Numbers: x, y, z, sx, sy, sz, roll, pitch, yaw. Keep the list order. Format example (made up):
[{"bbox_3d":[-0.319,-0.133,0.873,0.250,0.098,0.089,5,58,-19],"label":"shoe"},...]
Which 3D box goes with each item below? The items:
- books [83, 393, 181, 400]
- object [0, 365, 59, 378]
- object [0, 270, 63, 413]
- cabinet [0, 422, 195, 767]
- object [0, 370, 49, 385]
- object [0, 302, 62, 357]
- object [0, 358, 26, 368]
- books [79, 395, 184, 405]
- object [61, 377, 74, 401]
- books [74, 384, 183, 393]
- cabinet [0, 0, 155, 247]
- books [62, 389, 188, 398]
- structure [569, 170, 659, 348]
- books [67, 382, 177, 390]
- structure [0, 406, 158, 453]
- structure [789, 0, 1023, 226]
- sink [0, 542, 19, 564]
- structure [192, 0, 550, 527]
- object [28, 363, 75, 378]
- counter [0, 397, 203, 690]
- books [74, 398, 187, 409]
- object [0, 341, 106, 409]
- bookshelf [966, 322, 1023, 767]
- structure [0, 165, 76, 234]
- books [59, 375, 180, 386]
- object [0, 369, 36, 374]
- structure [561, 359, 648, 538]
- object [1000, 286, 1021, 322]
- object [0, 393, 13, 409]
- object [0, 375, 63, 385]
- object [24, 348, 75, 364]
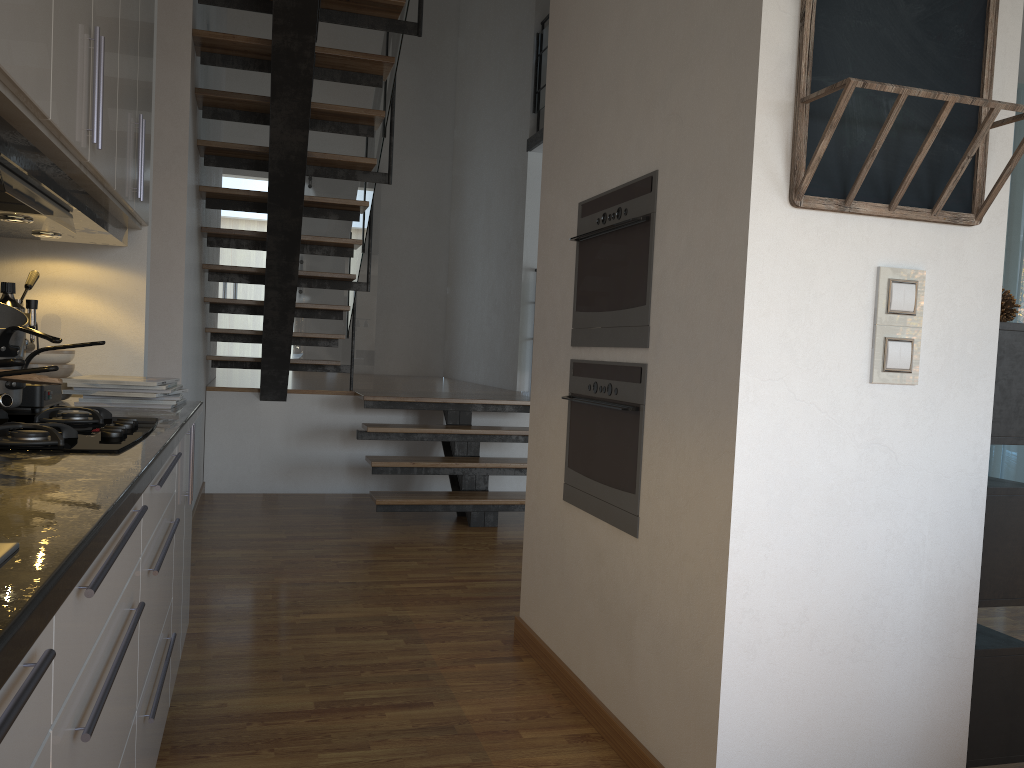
[{"bbox_3d":[-1.126,0.030,2.654,0.252,0.011,0.318,2,2,-20],"label":"books"},{"bbox_3d":[-1.030,-0.001,1.574,0.347,0.082,0.243,4,2,20],"label":"object"},{"bbox_3d":[-1.287,-0.123,2.314,0.206,0.370,0.353,2,3,-16],"label":"object"},{"bbox_3d":[-0.455,0.540,0.868,0.040,0.691,4.220,2,2,-16],"label":"cabinet"},{"bbox_3d":[-0.984,-0.026,1.610,0.059,0.061,0.334,4,2,27],"label":"object"},{"bbox_3d":[-1.096,-0.102,1.833,0.203,0.169,0.371,0,3,-44],"label":"object"},{"bbox_3d":[-1.034,-0.015,1.585,0.356,0.080,0.246,2,2,-13],"label":"object"},{"bbox_3d":[-1.123,0.042,2.640,0.252,0.011,0.318,2,2,-17],"label":"books"},{"bbox_3d":[-1.402,0.012,2.580,0.230,0.066,0.230,4,2,28],"label":"object"},{"bbox_3d":[-1.125,0.010,2.625,0.252,0.011,0.318,2,2,-15],"label":"books"},{"bbox_3d":[-0.736,-0.872,0.693,0.458,1.070,4.232,2,2,-16],"label":"cabinet"},{"bbox_3d":[-1.127,0.021,2.610,0.252,0.011,0.318,3,2,-5],"label":"books"},{"bbox_3d":[0.269,-0.339,2.582,0.052,0.462,0.585,2,2,-16],"label":"structure"},{"bbox_3d":[-1.136,-0.001,2.610,0.252,0.011,0.318,2,2,-15],"label":"books"},{"bbox_3d":[-0.995,0.080,1.779,0.500,0.041,0.662,2,2,-16],"label":"structure"},{"bbox_3d":[0.869,-0.750,1.853,0.495,0.775,0.185,2,3,-16],"label":"structure"},{"bbox_3d":[-0.497,0.258,0.094,0.475,0.169,1.420,2,2,-16],"label":"sink"},{"bbox_3d":[-0.493,-1.037,5.241,2.685,4.134,4.578,2,3,-17],"label":"structure"},{"bbox_3d":[-1.399,-0.041,2.577,0.230,0.042,0.230,4,2,28],"label":"object"},{"bbox_3d":[-0.716,0.240,0.772,0.622,0.192,4.246,2,2,-16],"label":"counter"},{"bbox_3d":[-1.120,0.053,2.629,0.252,0.011,0.318,2,2,-13],"label":"books"},{"bbox_3d":[-1.097,-0.027,1.938,0.348,0.154,0.200,1,3,-37],"label":"object"},{"bbox_3d":[1.043,0.424,2.745,0.237,1.201,1.189,2,3,-16],"label":"bookshelf"},{"bbox_3d":[-1.103,-0.416,1.725,0.362,0.148,0.623,2,2,-16],"label":"structure"},{"bbox_3d":[-1.139,-0.011,2.601,0.252,0.011,0.318,2,2,-10],"label":"books"},{"bbox_3d":[-1.023,-0.016,1.611,0.065,0.021,0.336,4,2,32],"label":"object"},{"bbox_3d":[0.244,0.163,2.607,0.052,0.462,0.585,2,2,-16],"label":"structure"},{"bbox_3d":[1.246,-0.204,2.258,0.078,0.101,0.086,3,3,-2],"label":"object"},{"bbox_3d":[-1.044,0.035,1.548,0.232,0.061,0.351,1,3,-43],"label":"object"},{"bbox_3d":[-0.971,-0.018,1.603,0.064,0.044,0.335,4,3,35],"label":"object"},{"bbox_3d":[-1.397,-0.082,2.575,0.230,0.042,0.230,4,2,28],"label":"object"}]
